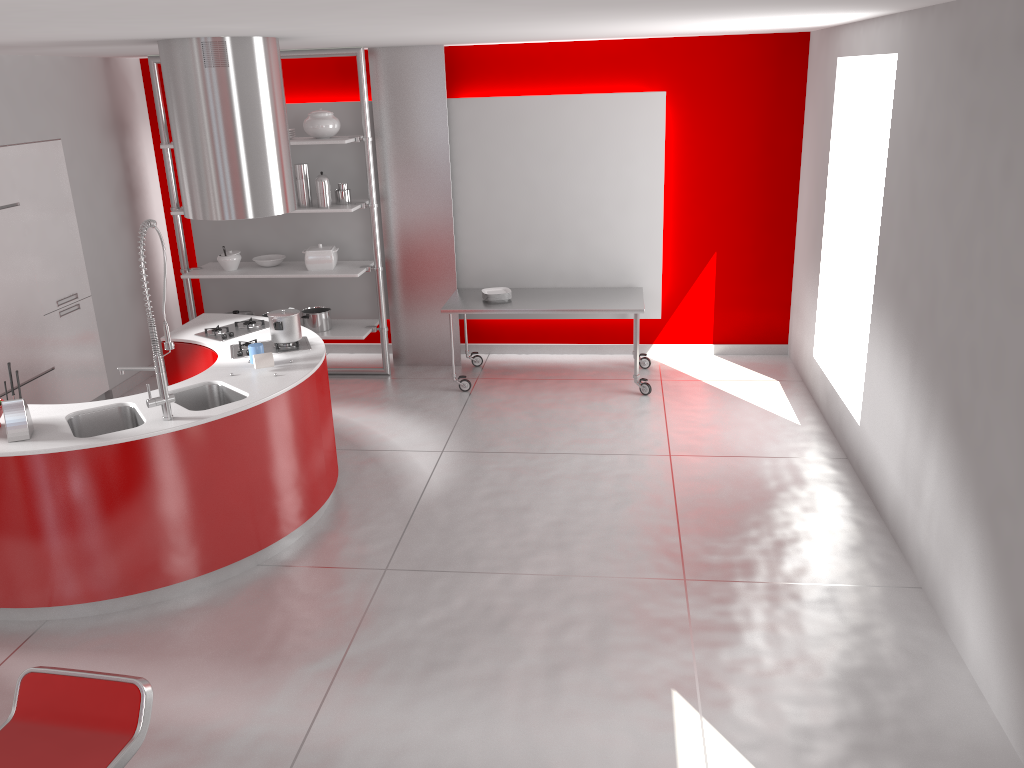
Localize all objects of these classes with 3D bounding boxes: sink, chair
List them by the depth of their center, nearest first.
[{"bbox_3d":[-1.199,1.258,2.382,0.418,0.857,0.460,2,20,12],"label":"chair"},{"bbox_3d":[-1.931,0.267,4.253,0.326,0.172,0.428,-13,22,-30],"label":"sink"},{"bbox_3d":[-1.548,0.156,4.533,0.326,0.172,0.428,-19,26,-41],"label":"sink"}]

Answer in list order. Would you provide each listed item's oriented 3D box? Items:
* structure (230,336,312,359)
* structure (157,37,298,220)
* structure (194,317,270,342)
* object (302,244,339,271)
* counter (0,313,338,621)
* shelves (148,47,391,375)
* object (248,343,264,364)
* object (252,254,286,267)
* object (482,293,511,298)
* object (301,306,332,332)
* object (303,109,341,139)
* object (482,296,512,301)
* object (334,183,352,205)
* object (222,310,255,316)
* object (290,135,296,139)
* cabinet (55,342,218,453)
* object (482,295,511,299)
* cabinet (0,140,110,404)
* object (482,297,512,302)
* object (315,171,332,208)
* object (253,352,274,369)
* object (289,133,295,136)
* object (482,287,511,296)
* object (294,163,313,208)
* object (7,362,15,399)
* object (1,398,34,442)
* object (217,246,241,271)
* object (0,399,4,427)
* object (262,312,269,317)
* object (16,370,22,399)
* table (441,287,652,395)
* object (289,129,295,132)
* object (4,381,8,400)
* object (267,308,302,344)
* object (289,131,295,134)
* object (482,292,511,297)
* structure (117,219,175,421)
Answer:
[{"bbox_3d":[-1.435,-0.233,5.260,0.457,0.037,0.303,-8,20,-16],"label":"structure"},{"bbox_3d":[-1.613,-1.464,5.085,0.644,0.958,0.644,-11,21,-25],"label":"structure"},{"bbox_3d":[-1.754,-0.364,5.668,0.303,0.037,0.457,12,24,35],"label":"structure"},{"bbox_3d":[-1.556,-1.044,7.234,0.282,0.197,0.235,-3,19,-2],"label":"object"},{"bbox_3d":[-2.208,0.435,4.815,1.868,0.880,2.865,14,25,39],"label":"counter"},{"bbox_3d":[-1.924,-1.313,7.194,1.735,2.599,0.535,0,19,7],"label":"shelves"},{"bbox_3d":[-1.421,-0.174,4.933,0.080,0.100,0.109,-9,20,-18],"label":"object"},{"bbox_3d":[-2.022,-1.020,7.399,0.272,0.072,0.272,-12,22,-27],"label":"object"},{"bbox_3d":[-0.122,-0.710,7.032,0.228,0.020,0.228,-6,19,-10],"label":"object"},{"bbox_3d":[-1.625,-0.538,7.390,0.240,0.161,0.259,-5,19,-9],"label":"object"},{"bbox_3d":[-1.482,-2.028,6.911,0.287,0.222,0.287,-17,24,-36],"label":"object"},{"bbox_3d":[-0.122,-0.691,7.038,0.228,0.020,0.228,-6,19,-10],"label":"object"},{"bbox_3d":[-1.353,-1.522,7.090,0.127,0.157,0.127,4,20,17],"label":"object"},{"bbox_3d":[-2.363,-0.544,7.529,0.308,0.130,0.407,3,20,14],"label":"object"},{"bbox_3d":[-1.817,-1.929,6.953,0.200,0.030,0.200,0,19,7],"label":"object"},{"bbox_3d":[-2.472,0.389,4.877,1.875,0.761,1.025,-16,24,-35],"label":"cabinet"},{"bbox_3d":[-0.122,-0.700,7.035,0.228,0.020,0.228,-6,19,-10],"label":"object"},{"bbox_3d":[-3.697,-0.432,5.713,0.614,2.026,2.398,0,19,7],"label":"cabinet"},{"bbox_3d":[-0.121,-0.681,7.042,0.228,0.020,0.228,-6,19,-10],"label":"object"},{"bbox_3d":[-1.469,-1.515,6.907,0.115,0.274,0.115,-2,19,0],"label":"object"},{"bbox_3d":[-1.355,-0.131,4.829,0.100,0.080,0.109,-10,21,-21],"label":"object"},{"bbox_3d":[-1.817,-1.944,6.947,0.200,0.030,0.200,0,19,7],"label":"object"},{"bbox_3d":[-0.123,-0.729,7.025,0.228,0.020,0.228,-6,19,-10],"label":"object"},{"bbox_3d":[-1.637,-1.559,6.965,0.109,0.329,0.110,0,19,5],"label":"object"},{"bbox_3d":[-2.254,0.070,4.017,0.014,0.322,0.150,-9,20,-20],"label":"object"},{"bbox_3d":[-2.243,0.151,4.018,0.091,0.178,0.137,-9,20,-18],"label":"object"},{"bbox_3d":[-2.320,-1.041,7.272,0.192,0.214,0.192,-4,19,-6],"label":"object"},{"bbox_3d":[-2.474,0.158,4.119,0.229,0.118,0.228,-9,20,-20],"label":"object"},{"bbox_3d":[-2.003,-0.527,7.456,0.182,0.122,0.196,-15,23,-32],"label":"object"},{"bbox_3d":[-2.225,0.084,4.023,0.012,0.279,0.130,-9,20,-20],"label":"object"},{"bbox_3d":[0.306,-0.360,7.145,1.627,0.682,0.749,1,19,8],"label":"table"},{"bbox_3d":[-1.818,-1.973,6.937,0.200,0.030,0.200,0,19,7],"label":"object"},{"bbox_3d":[-2.275,0.090,4.006,0.009,0.197,0.091,-9,20,-20],"label":"object"},{"bbox_3d":[-1.343,-0.350,5.249,0.189,0.185,0.218,-13,22,-28],"label":"object"},{"bbox_3d":[-1.818,-1.958,6.942,0.200,0.030,0.200,0,19,7],"label":"object"},{"bbox_3d":[-0.123,-0.720,7.028,0.228,0.020,0.228,-6,19,-10],"label":"object"},{"bbox_3d":[-1.676,-0.286,4.093,0.308,0.920,0.178,-17,24,-36],"label":"structure"}]
